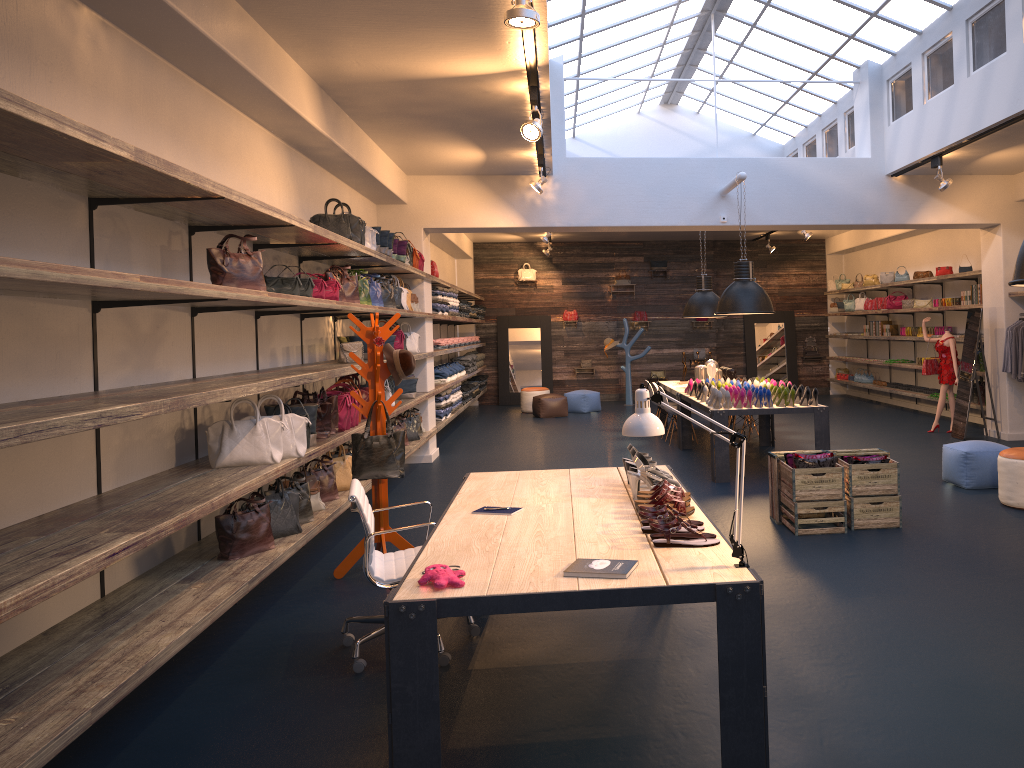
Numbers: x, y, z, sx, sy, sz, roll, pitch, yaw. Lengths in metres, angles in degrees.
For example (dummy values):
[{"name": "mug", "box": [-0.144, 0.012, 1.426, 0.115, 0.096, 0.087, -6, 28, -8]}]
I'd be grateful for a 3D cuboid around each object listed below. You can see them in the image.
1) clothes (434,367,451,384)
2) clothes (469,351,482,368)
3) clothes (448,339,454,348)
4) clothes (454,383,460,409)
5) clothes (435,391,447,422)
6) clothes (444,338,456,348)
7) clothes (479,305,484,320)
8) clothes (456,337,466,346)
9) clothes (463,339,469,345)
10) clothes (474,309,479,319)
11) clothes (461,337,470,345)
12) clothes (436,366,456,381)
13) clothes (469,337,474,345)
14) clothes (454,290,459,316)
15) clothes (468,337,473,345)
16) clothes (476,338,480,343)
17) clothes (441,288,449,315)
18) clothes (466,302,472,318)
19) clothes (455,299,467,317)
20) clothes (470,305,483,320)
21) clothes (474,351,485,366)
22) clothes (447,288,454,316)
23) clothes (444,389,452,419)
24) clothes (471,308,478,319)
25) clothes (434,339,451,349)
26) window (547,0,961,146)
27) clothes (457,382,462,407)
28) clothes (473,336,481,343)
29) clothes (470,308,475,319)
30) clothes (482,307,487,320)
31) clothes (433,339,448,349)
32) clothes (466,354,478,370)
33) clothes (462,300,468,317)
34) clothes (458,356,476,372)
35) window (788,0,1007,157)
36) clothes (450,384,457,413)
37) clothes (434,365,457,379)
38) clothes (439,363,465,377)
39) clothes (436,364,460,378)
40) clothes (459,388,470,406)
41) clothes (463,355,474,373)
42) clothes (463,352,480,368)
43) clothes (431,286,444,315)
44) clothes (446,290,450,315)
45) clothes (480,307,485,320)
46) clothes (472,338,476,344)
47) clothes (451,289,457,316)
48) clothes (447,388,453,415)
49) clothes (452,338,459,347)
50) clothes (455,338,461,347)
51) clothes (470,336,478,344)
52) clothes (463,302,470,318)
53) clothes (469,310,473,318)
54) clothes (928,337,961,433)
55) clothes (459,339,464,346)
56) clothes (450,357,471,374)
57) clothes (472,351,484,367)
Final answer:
[{"name": "clothes", "box": [-1.116, -0.120, 12.424, 0.429, 0.240, 0.424, -1, 3, -2]}, {"name": "clothes", "box": [-0.793, -0.480, 17.247, 0.334, 0.342, 0.397, -1, 2, 6]}, {"name": "clothes", "box": [-1.085, -0.617, 13.340, 0.336, 0.159, 0.333, 0, 3, 19]}, {"name": "clothes", "box": [-0.960, 0.198, 13.259, 0.262, 0.455, 0.343, -1, 1, 13]}, {"name": "clothes", "box": [-1.041, 0.300, 11.883, 0.251, 0.411, 0.322, -1, 1, 6]}, {"name": "clothes", "box": [-1.044, -0.644, 13.675, 0.327, 0.154, 0.344, -2, 3, -6]}, {"name": "clothes", "box": [-0.761, -1.447, 17.610, 0.380, 0.299, 0.309, -2, 2, -13]}, {"name": "clothes", "box": [-0.966, -0.735, 15.131, 0.327, 0.154, 0.344, -2, 3, -6]}, {"name": "clothes", "box": [-0.968, -0.753, 15.531, 0.336, 0.159, 0.333, 0, 3, 19]}, {"name": "clothes", "box": [-0.861, -1.379, 16.897, 0.423, 0.251, 0.341, -1, 2, -5]}, {"name": "clothes", "box": [-0.927, -0.780, 15.867, 0.327, 0.154, 0.344, -2, 3, -6]}, {"name": "clothes", "box": [-1.093, -0.147, 12.865, 0.410, 0.240, 0.444, -1, 3, 14]}, {"name": "clothes", "box": [-0.888, -0.825, 16.585, 0.327, 0.154, 0.344, -2, 3, -6]}, {"name": "clothes", "box": [-0.987, -1.268, 13.621, 0.262, 0.455, 0.343, -1, 1, 13]}, {"name": "clothes", "box": [-0.929, -0.797, 16.250, 0.336, 0.159, 0.333, 0, 3, 19]}, {"name": "clothes", "box": [-0.850, -0.889, 17.726, 0.336, 0.159, 0.333, 0, 3, 19]}, {"name": "clothes", "box": [-1.042, -1.166, 12.235, 0.251, 0.411, 0.322, -1, 1, 6]}, {"name": "clothes", "box": [-0.890, -1.297, 15.204, 0.349, 0.299, 0.309, -1, 2, 5]}, {"name": "clothes", "box": [-0.931, -1.237, 14.228, 0.372, 0.299, 0.326, -1, 2, 1]}, {"name": "clothes", "box": [-0.767, -1.427, 17.286, 0.372, 0.299, 0.326, -1, 2, 1]}, {"name": "clothes", "box": [-0.746, -0.535, 18.126, 0.334, 0.342, 0.397, -1, 2, 6]}, {"name": "clothes", "box": [-1.023, -1.226, 12.935, 0.262, 0.455, 0.343, -1, 1, 13]}, {"name": "clothes", "box": [-0.996, 0.278, 12.233, 0.251, 0.411, 0.322, -1, 1, 6]}, {"name": "clothes", "box": [-0.884, -1.354, 16.502, 0.408, 0.251, 0.354, -1, 2, 8]}, {"name": "clothes", "box": [-1.082, -0.600, 12.957, 0.327, 0.154, 0.344, -2, 3, -6]}, {"name": "window", "box": [2.401, -4.236, 6.774, 4.353, 0.837, 18.639, -1, 3, 3]}, {"name": "clothes", "box": [-0.940, 0.176, 13.619, 0.262, 0.455, 0.343, -1, 1, 13]}, {"name": "clothes", "box": [-0.809, -0.917, 18.062, 0.327, 0.154, 0.344, -2, 3, -6]}, {"name": "clothes", "box": [-0.905, -1.329, 16.087, 0.423, 0.251, 0.341, -1, 2, -5]}, {"name": "clothes", "box": [-0.727, -1.487, 18.262, 0.349, 0.299, 0.309, -1, 2, 5]}, {"name": "clothes", "box": [-1.123, -0.572, 12.622, 0.336, 0.159, 0.333, 0, 3, 19]}, {"name": "clothes", "box": [-0.825, -0.393, 16.129, 0.406, 0.317, 0.344, -2, 2, -15]}, {"name": "clothes", "box": [-0.924, -1.257, 14.552, 0.380, 0.299, 0.309, -2, 2, -13]}, {"name": "clothes", "box": [-0.835, -0.363, 15.753, 0.388, 0.302, 0.338, -2, 2, -14]}, {"name": "window", "box": [2.632, -3.511, 10.305, 4.514, 0.652, 11.240, -1, 3, 2]}, {"name": "clothes", "box": [-0.977, 0.218, 12.933, 0.262, 0.455, 0.343, -1, 1, 13]}, {"name": "clothes", "box": [-1.071, -0.172, 13.265, 0.429, 0.240, 0.424, -1, 3, -2]}, {"name": "clothes", "box": [-1.026, -0.225, 14.116, 0.410, 0.240, 0.444, -1, 3, 14]}, {"name": "clothes", "box": [-1.049, -0.197, 13.674, 0.429, 0.240, 0.424, -1, 3, -2]}, {"name": "clothes", "box": [-0.885, 0.207, 14.225, 0.372, 0.299, 0.326, -1, 2, 1]}, {"name": "clothes", "box": [-0.868, -0.344, 15.342, 0.406, 0.317, 0.344, -2, 2, -15]}, {"name": "clothes", "box": [-0.817, -0.453, 16.807, 0.334, 0.342, 0.397, -1, 2, 6]}, {"name": "clothes", "box": [-1.087, -1.144, 11.885, 0.251, 0.411, 0.322, -1, 1, 6]}, {"name": "clothes", "box": [-1.051, -1.186, 12.561, 0.251, 0.411, 0.322, -1, 1, 6]}, {"name": "clothes", "box": [-0.744, -1.467, 17.935, 0.356, 0.299, 0.303, -1, 2, -2]}, {"name": "clothes", "box": [-0.889, -0.844, 17.008, 0.336, 0.159, 0.333, 0, 3, 19]}, {"name": "clothes", "box": [-1.006, -1.246, 13.261, 0.262, 0.455, 0.343, -1, 1, 13]}, {"name": "clothes", "box": [-1.005, 0.258, 12.559, 0.251, 0.411, 0.322, -1, 1, 6]}, {"name": "clothes", "box": [-1.045, -0.662, 14.078, 0.336, 0.159, 0.333, 0, 3, 19]}, {"name": "clothes", "box": [-1.004, -0.690, 14.413, 0.327, 0.154, 0.344, -2, 3, -6]}, {"name": "clothes", "box": [-0.848, -0.872, 17.344, 0.327, 0.154, 0.344, -2, 3, -6]}, {"name": "clothes", "box": [-0.907, -1.277, 14.877, 0.356, 0.299, 0.303, -1, 2, -2]}, {"name": "clothes", "box": [-0.927, -1.304, 15.692, 0.408, 0.251, 0.354, -1, 2, 8]}, {"name": "clothes", "box": [6.220, 0.008, 12.428, 0.483, 1.385, 0.331, -1, 0, -16]}, {"name": "clothes", "box": [-1.007, -0.707, 14.796, 0.336, 0.159, 0.333, 0, 3, 19]}, {"name": "clothes", "box": [-0.877, -0.314, 14.966, 0.388, 0.302, 0.338, -2, 2, -14]}, {"name": "clothes", "box": [-0.770, -0.507, 17.686, 0.334, 0.342, 0.397, -1, 2, 6]}]
